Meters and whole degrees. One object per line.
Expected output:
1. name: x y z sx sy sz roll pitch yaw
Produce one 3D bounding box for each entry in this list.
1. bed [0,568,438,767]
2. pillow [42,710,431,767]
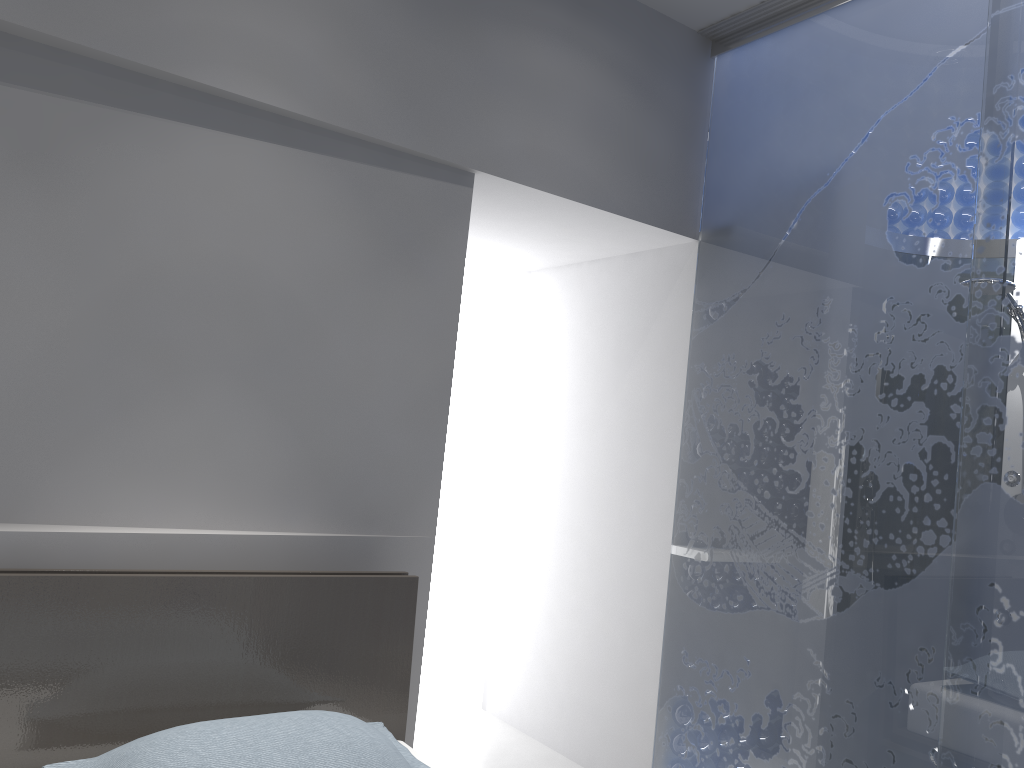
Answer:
1. bed: -0.133 0.813 1.118 1.411 0.752 2.319 9 -5 -34
2. pillow: -0.473 0.766 1.753 0.746 0.173 0.417 9 -5 -39
